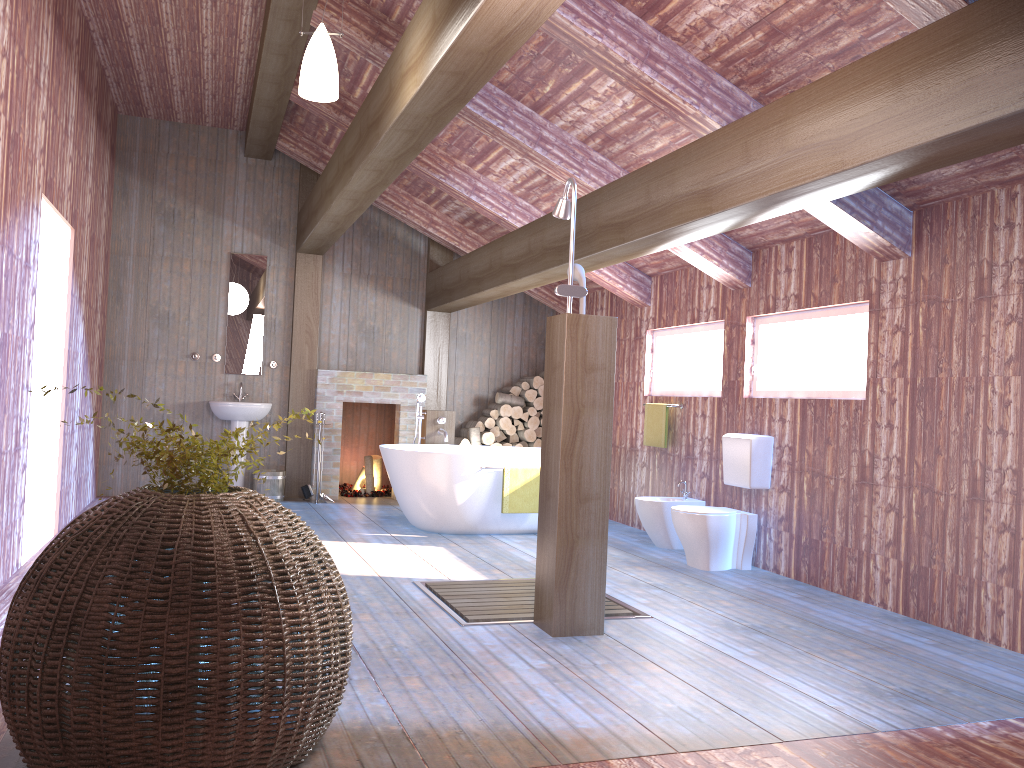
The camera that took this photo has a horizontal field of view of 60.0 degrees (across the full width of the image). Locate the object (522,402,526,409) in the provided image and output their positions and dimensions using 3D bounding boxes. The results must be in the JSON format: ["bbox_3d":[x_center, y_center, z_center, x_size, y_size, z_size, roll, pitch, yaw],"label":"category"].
[{"bbox_3d":[0.046,0.222,9.587,0.121,0.124,0.291,3,-1,-19],"label":"object"}]

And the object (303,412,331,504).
[{"bbox_3d":[-1.925,0.713,8.716,0.276,0.888,0.333,2,-1,23],"label":"object"}]

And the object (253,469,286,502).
[{"bbox_3d":[-2.366,0.989,8.639,0.309,0.290,0.308,3,-1,-9],"label":"object"}]

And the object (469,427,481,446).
[{"bbox_3d":[-0.381,0.593,9.149,0.147,0.298,0.109,3,-1,-17],"label":"object"}]

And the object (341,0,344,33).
[{"bbox_3d":[-0.613,-0.458,6.701,0.258,3.264,5.569,3,-1,1],"label":"object"}]

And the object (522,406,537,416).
[{"bbox_3d":[0.144,0.287,9.515,0.102,0.109,0.438,3,-1,-19],"label":"object"}]

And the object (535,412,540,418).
[{"bbox_3d":[0.218,0.338,9.522,0.095,0.090,0.278,3,-1,-18],"label":"object"}]

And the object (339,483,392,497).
[{"bbox_3d":[-1.626,1.164,9.760,0.829,0.085,0.935,3,-2,-37],"label":"object"}]

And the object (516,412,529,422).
[{"bbox_3d":[0.057,0.354,9.484,0.109,0.124,0.424,3,-1,-20],"label":"object"}]

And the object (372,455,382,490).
[{"bbox_3d":[-1.496,1.006,9.710,0.140,0.459,0.266,3,-1,-2],"label":"object"}]

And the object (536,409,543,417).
[{"bbox_3d":[0.308,0.323,9.608,0.172,0.151,0.482,3,-1,-18],"label":"object"}]

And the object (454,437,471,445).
[{"bbox_3d":[-0.560,0.627,9.277,0.139,0.137,0.455,3,-1,-21],"label":"object"}]

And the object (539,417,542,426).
[{"bbox_3d":[0.281,0.402,9.565,0.102,0.109,0.438,3,-1,-19],"label":"object"}]

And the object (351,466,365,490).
[{"bbox_3d":[-1.630,1.039,9.596,0.221,0.306,0.121,2,-1,8],"label":"object"}]

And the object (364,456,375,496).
[{"bbox_3d":[-1.521,0.984,9.459,0.098,0.434,0.283,3,-1,-21],"label":"object"}]

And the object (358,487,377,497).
[{"bbox_3d":[-1.538,1.148,9.462,0.085,0.084,0.278,2,-1,27],"label":"object"}]

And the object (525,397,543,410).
[{"bbox_3d":[0.220,0.213,9.548,0.143,0.151,0.440,3,-1,-19],"label":"object"}]

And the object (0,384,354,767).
[{"bbox_3d":[-0.954,0.550,2.635,0.972,1.073,0.970,4,-2,-39],"label":"object"}]

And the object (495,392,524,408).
[{"bbox_3d":[-0.023,0.171,9.352,0.302,0.157,0.121,3,-1,-18],"label":"object"}]

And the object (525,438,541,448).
[{"bbox_3d":[0.225,0.635,9.520,0.114,0.113,0.301,3,-1,-22],"label":"object"}]

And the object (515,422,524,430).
[{"bbox_3d":[0.055,0.444,9.491,0.085,0.096,0.280,3,-1,-18],"label":"object"}]

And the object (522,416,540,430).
[{"bbox_3d":[0.158,0.417,9.524,0.136,0.157,0.439,3,-1,-19],"label":"object"}]

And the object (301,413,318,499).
[{"bbox_3d":[-1.974,0.699,8.644,0.136,0.846,0.062,4,-2,-38],"label":"object"}]

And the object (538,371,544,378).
[{"bbox_3d":[0.380,-0.089,9.643,0.104,0.121,0.270,3,-1,-18],"label":"object"}]

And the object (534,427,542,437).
[{"bbox_3d":[0.227,0.508,9.533,0.111,0.118,0.302,3,-1,-20],"label":"object"}]

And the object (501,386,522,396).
[{"bbox_3d":[-0.011,0.086,9.568,0.140,0.121,0.319,3,-1,-18],"label":"object"}]

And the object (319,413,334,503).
[{"bbox_3d":[-1.832,0.719,8.681,0.206,0.871,0.126,2,-1,23],"label":"object"}]

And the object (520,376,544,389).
[{"bbox_3d":[0.213,-0.015,9.565,0.135,0.139,0.456,3,-1,-18],"label":"object"}]

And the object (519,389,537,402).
[{"bbox_3d":[0.126,0.119,9.533,0.139,0.148,0.458,3,-1,-19],"label":"object"}]

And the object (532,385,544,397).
[{"bbox_3d":[0.264,0.079,9.564,0.141,0.143,0.437,3,-1,-21],"label":"object"}]

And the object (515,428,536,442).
[{"bbox_3d":[0.112,0.539,9.506,0.141,0.143,0.437,3,-1,-21],"label":"object"}]

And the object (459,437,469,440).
[{"bbox_3d":[-0.504,0.608,9.400,0.099,0.093,0.280,3,-1,-18],"label":"object"}]

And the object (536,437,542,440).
[{"bbox_3d":[0.333,0.632,9.593,0.137,0.133,0.437,3,-1,-21],"label":"object"}]

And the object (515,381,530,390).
[{"bbox_3d":[0.109,0.019,9.498,0.094,0.097,0.227,3,-1,-19],"label":"object"}]
